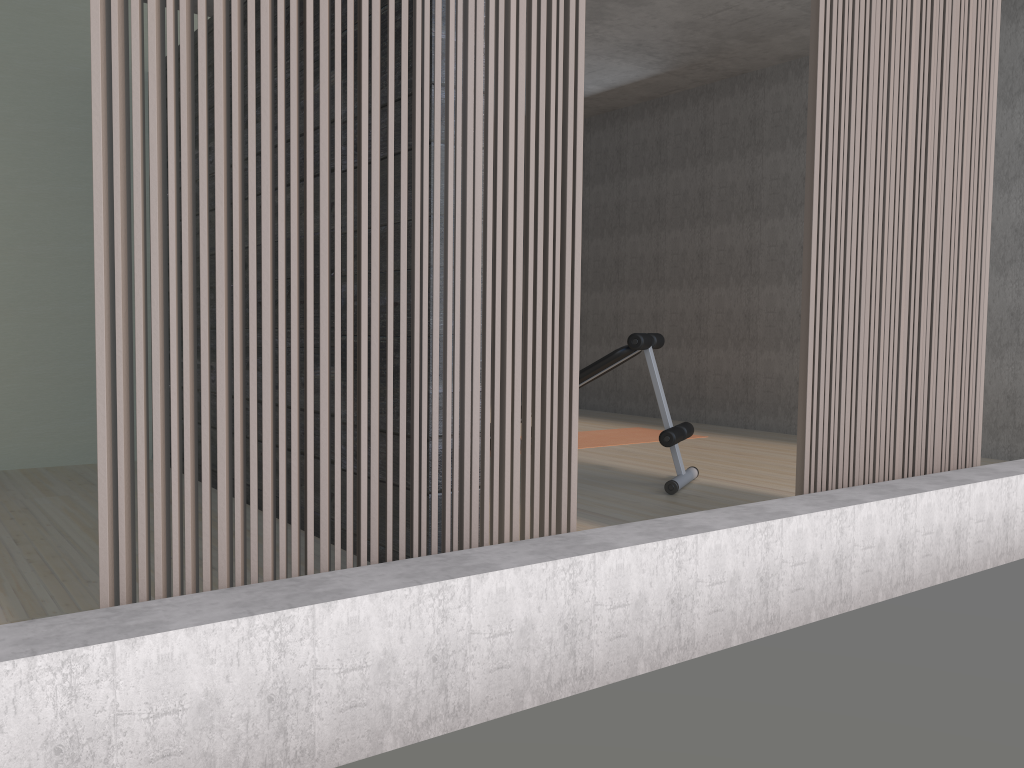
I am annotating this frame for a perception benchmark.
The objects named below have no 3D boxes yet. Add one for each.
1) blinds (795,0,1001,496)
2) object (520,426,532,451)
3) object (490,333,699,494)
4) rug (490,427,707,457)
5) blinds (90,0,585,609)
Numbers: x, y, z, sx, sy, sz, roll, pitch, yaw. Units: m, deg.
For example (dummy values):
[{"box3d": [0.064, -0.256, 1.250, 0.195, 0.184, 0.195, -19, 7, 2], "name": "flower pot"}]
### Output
[{"box3d": [1.368, -0.787, 3.053, 1.133, 2.744, 0.069, -2, 4, -36], "name": "blinds"}, {"box3d": [0.060, 0.348, 5.316, 0.385, 0.176, 0.176, -3, 5, -44], "name": "object"}, {"box3d": [0.264, 0.106, 4.558, 1.312, 0.746, 0.505, 2, 4, 23], "name": "object"}, {"box3d": [0.086, 0.398, 5.881, 2.779, 0.002, 0.716, -2, 4, -36], "name": "rug"}, {"box3d": [-0.274, -0.734, 1.853, 1.133, 2.744, 0.069, -2, 4, -36], "name": "blinds"}]
